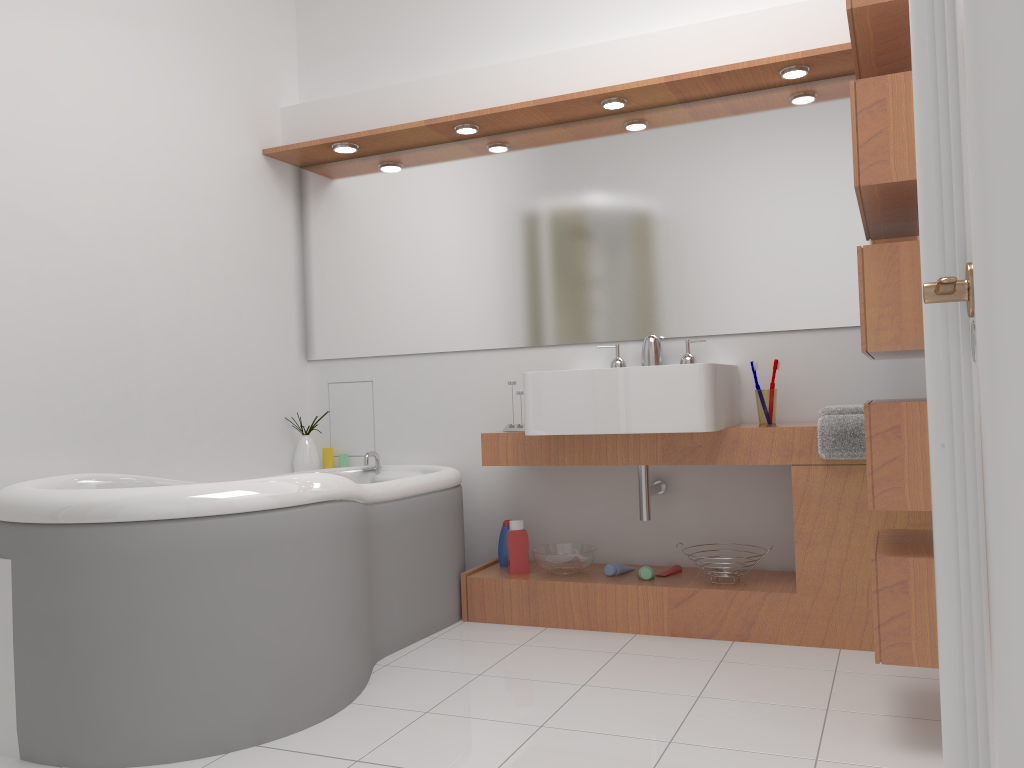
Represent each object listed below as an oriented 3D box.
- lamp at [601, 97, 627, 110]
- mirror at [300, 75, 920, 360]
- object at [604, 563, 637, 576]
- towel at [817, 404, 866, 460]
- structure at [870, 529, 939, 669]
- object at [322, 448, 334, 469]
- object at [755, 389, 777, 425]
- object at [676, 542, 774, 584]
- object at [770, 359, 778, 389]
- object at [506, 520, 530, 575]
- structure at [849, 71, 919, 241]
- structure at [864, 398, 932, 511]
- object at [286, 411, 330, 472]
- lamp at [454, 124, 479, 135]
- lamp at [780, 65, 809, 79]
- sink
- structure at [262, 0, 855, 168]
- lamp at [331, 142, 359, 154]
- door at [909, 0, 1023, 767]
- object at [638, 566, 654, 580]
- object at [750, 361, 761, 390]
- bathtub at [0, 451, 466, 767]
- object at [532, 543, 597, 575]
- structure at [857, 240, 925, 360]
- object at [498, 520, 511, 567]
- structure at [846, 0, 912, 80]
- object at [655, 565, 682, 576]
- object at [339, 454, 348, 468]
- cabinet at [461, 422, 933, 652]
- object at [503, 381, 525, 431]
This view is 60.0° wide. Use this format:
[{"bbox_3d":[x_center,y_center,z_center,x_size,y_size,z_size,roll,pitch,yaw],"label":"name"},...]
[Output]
[{"bbox_3d":[0.380,-1.047,3.311,0.098,0.018,0.098,-3,-1,44],"label":"lamp"},{"bbox_3d":[0.219,-0.603,3.561,2.600,0.887,0.022,-3,-1,24],"label":"mirror"},{"bbox_3d":[0.407,0.685,3.322,0.059,0.052,0.187,-3,-1,35],"label":"object"},{"bbox_3d":[1.175,0.152,2.916,0.272,0.140,0.359,-3,-1,24],"label":"towel"},{"bbox_3d":[0.983,0.512,2.184,0.165,0.245,0.417,-3,-1,24],"label":"structure"},{"bbox_3d":[-0.824,0.369,3.983,0.047,0.162,0.047,-2,-1,-40],"label":"object"},{"bbox_3d":[0.892,0.085,3.103,0.076,0.130,0.076,-2,-1,-24],"label":"object"},{"bbox_3d":[0.746,0.627,3.105,0.291,0.126,0.291,-2,-1,-18],"label":"object"},{"bbox_3d":[0.919,0.028,3.119,0.052,0.231,0.016,-2,-1,-27],"label":"object"},{"bbox_3d":[0.022,0.623,3.381,0.079,0.207,0.046,-2,-1,-11],"label":"object"},{"bbox_3d":[1.029,-0.580,2.401,0.165,0.245,0.860,-3,-1,24],"label":"structure"},{"bbox_3d":[0.970,0.162,2.188,0.165,0.245,0.417,-3,-1,24],"label":"structure"},{"bbox_3d":[-0.889,0.285,3.893,0.215,0.326,0.154,-2,-1,-36],"label":"object"},{"bbox_3d":[-0.182,-1.021,3.556,0.098,0.018,0.098,-3,-1,44],"label":"lamp"},{"bbox_3d":[0.973,-1.073,3.053,0.098,0.018,0.098,-2,-1,3],"label":"lamp"},{"bbox_3d":[0.441,0.154,3.168,0.657,0.673,0.552,-3,-1,24],"label":"sink"},{"bbox_3d":[0.142,-1.163,3.451,2.606,0.240,0.287,-3,-1,24],"label":"structure"},{"bbox_3d":[-0.705,-0.998,3.750,0.113,0.021,0.113,-2,-1,-5],"label":"lamp"},{"bbox_3d":[0.420,-0.099,0.809,0.068,1.885,0.915,-3,-1,24],"label":"door"},{"bbox_3d":[0.490,0.681,3.245,0.059,0.052,0.187,-2,-1,8],"label":"object"},{"bbox_3d":[0.876,0.032,3.120,0.016,0.228,0.070,-2,-1,-41],"label":"object"},{"bbox_3d":[-0.802,0.598,3.005,1.055,0.674,1.863,-3,-1,24],"label":"bathtub"},{"bbox_3d":[0.200,0.668,3.358,0.245,0.090,0.245,-2,-1,-5],"label":"object"},{"bbox_3d":[1.044,-0.199,2.396,0.165,0.245,0.860,-3,-1,24],"label":"structure"},{"bbox_3d":[-0.011,0.634,3.522,0.092,0.190,0.044,-2,-1,-9],"label":"object"},{"bbox_3d":[1.013,-0.990,2.407,0.165,0.245,0.860,-3,-1,24],"label":"structure"},{"bbox_3d":[0.578,0.690,3.259,0.042,0.037,0.133,-3,-1,42],"label":"object"},{"bbox_3d":[-0.750,0.378,3.950,0.038,0.133,0.038,-2,-1,-33],"label":"object"},{"bbox_3d":[0.619,0.514,3.190,1.635,0.719,0.355,-3,-1,24],"label":"cabinet"},{"bbox_3d":[0.035,0.081,3.401,0.059,0.203,0.182,-2,-1,-36],"label":"object"}]
